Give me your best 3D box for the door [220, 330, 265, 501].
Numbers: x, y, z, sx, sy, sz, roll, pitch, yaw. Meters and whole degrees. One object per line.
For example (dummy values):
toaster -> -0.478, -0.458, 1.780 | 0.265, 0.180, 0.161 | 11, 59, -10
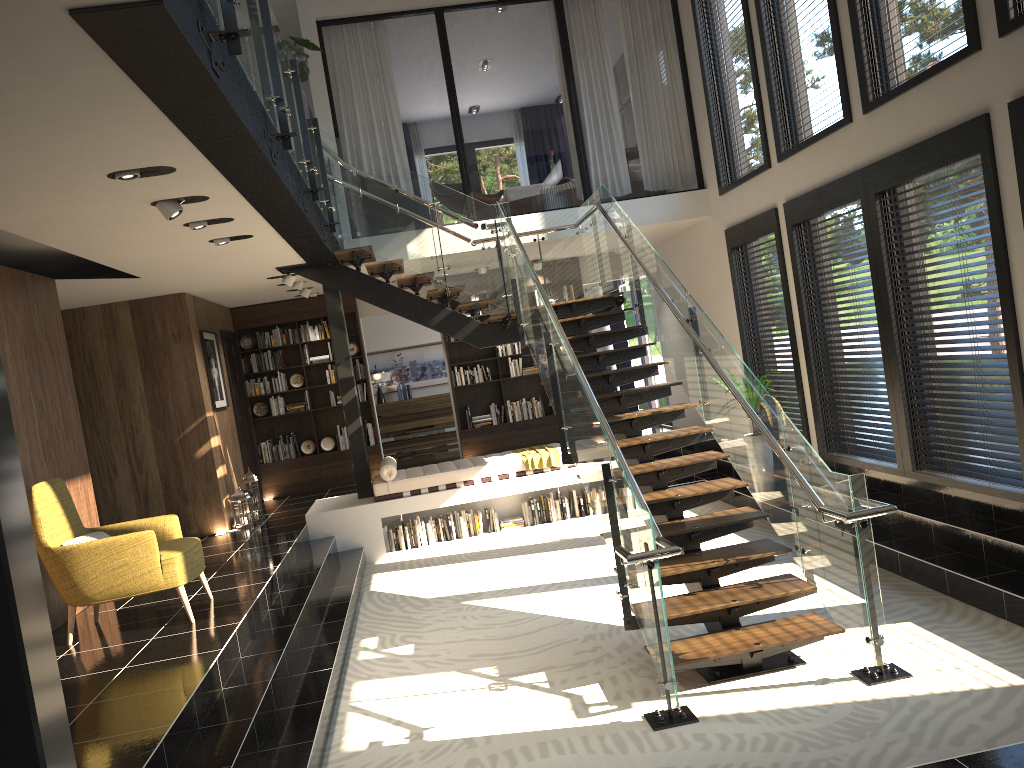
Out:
door -> -3.602, 0.475, 11.758 | 0.104, 2.349, 0.930 | -9, 3, -6

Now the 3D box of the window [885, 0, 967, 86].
window -> 2.834, -3.321, 6.098 | 0.005, 2.298, 1.220 | -9, 3, -6

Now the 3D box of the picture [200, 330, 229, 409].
picture -> -3.519, -0.167, 10.519 | 0.028, 0.912, 0.748 | -9, 2, -6

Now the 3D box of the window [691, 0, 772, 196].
window -> 2.398, -3.357, 9.268 | 0.358, 2.477, 1.393 | -9, 2, -6

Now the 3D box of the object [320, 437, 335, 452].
object -> -2.589, 0.851, 12.472 | 0.212, 0.222, 0.082 | -9, 3, -6

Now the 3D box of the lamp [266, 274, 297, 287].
lamp -> -2.515, -1.182, 9.712 | 0.346, 0.263, 0.195 | -9, 2, -6

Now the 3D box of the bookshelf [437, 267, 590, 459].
bookshelf -> 0.125, -0.329, 12.787 | 2.089, 2.684, 0.273 | -9, 3, -6

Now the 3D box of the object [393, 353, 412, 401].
object -> -1.998, -0.125, 16.085 | 0.272, 0.860, 0.270 | -9, 3, 8

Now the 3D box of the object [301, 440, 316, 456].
object -> -2.860, 0.895, 12.447 | 0.212, 0.222, 0.082 | -9, 3, -6

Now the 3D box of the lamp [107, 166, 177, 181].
lamp -> -1.938, -1.157, 4.621 | 0.346, 0.158, 0.195 | -9, 2, -6

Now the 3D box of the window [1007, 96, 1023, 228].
window -> 3.393, -0.468, 4.657 | 0.358, 2.477, 1.393 | -9, 2, -6

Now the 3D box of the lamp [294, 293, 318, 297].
lamp -> -2.788, -1.258, 12.021 | 0.346, 0.177, 0.195 | -9, 2, -6

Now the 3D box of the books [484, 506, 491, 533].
books -> -0.277, 1.526, 9.998 | 0.030, 0.284, 0.176 | -9, 2, -6

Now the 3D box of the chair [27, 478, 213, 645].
chair -> -2.752, 1.149, 6.255 | 1.030, 1.098, 0.807 | -9, 2, -7

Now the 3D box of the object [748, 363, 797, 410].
object -> 2.449, 0.478, 8.921 | 0.876, 1.339, 0.830 | -10, 3, -17

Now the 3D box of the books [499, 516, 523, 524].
books -> -0.014, 1.539, 10.037 | 0.249, 0.026, 0.148 | -9, 2, -9

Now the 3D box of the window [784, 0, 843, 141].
window -> 2.651, -3.345, 7.683 | 0.005, 2.298, 1.220 | -9, 3, -6

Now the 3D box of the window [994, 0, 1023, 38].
window -> 2.945, -3.286, 4.524 | 0.358, 2.477, 1.393 | -9, 2, -6

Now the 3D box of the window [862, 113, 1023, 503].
window -> 3.204, -0.492, 6.291 | 0.358, 2.477, 1.498 | -9, 2, -6

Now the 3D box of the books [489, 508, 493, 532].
books -> -0.239, 1.536, 10.019 | 0.045, 0.252, 0.142 | -9, 2, -6

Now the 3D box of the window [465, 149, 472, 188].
window -> -0.657, -3.181, 15.991 | 3.522, 2.313, 0.184 | -9, 3, -6

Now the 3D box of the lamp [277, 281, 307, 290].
lamp -> -2.606, -1.209, 10.479 | 0.346, 0.231, 0.195 | -9, 2, -6

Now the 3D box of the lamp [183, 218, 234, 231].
lamp -> -2.115, -1.170, 6.162 | 0.346, 0.177, 0.195 | -9, 2, -6

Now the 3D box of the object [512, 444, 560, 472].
object -> 0.291, 1.009, 10.428 | 0.466, 0.510, 1.166 | -9, 2, -6

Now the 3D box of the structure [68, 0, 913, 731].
structure -> -0.158, -0.218, 6.517 | 3.446, 4.871, 7.277 | -9, 2, -7

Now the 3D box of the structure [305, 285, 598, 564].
structure -> -0.596, 0.137, 10.290 | 3.781, 3.247, 1.148 | -9, 3, -6

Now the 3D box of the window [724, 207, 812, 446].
window -> 2.846, -0.536, 9.401 | 0.358, 2.477, 1.393 | -9, 2, -6

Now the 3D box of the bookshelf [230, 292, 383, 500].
bookshelf -> -2.843, 0.154, 12.459 | 1.703, 2.684, 0.273 | -9, 3, -6

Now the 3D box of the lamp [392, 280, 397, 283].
lamp -> -1.563, -1.468, 12.168 | 0.195, 0.158, 0.346 | -9, 2, -6

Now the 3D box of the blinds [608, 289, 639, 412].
blinds -> 1.900, -0.685, 15.701 | 0.161, 2.772, 1.080 | -9, 3, -8

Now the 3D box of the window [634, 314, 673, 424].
window -> 2.192, -0.612, 14.831 | 0.184, 2.477, 2.980 | -9, 2, -6

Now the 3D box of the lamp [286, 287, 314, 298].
lamp -> -2.692, -1.205, 11.250 | 0.346, 0.263, 0.195 | -9, 2, -6

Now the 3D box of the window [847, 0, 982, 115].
window -> 2.763, -3.310, 6.098 | 0.358, 2.477, 1.393 | -9, 2, -6

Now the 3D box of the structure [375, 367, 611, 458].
structure -> -1.266, 0.662, 16.146 | 6.275, 0.982, 0.885 | -9, 2, -6

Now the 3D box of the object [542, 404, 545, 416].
object -> 0.445, 0.337, 12.854 | 0.020, 0.262, 0.047 | -9, 3, -6

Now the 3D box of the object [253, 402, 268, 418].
object -> -3.508, 0.362, 12.378 | 0.212, 0.222, 0.082 | -9, 3, -6

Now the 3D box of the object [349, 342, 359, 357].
object -> -2.259, -0.481, 12.480 | 0.212, 0.222, 0.082 | -9, 3, -6

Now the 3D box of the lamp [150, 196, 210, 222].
lamp -> -2.020, -1.124, 5.394 | 0.346, 0.247, 0.195 | -9, 2, -6

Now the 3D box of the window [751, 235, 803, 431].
window -> 2.917, -0.547, 9.401 | 0.005, 2.298, 1.220 | -9, 3, -6

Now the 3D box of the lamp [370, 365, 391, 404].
lamp -> -2.400, 0.009, 15.934 | 0.470, 0.726, 0.470 | -10, 3, -14

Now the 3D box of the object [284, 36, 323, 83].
object -> -2.178, -2.248, 7.056 | 1.463, 1.555, 1.260 | -10, 2, -18

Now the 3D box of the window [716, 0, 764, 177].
window -> 2.468, -3.368, 9.268 | 0.005, 2.298, 1.220 | -9, 3, -6

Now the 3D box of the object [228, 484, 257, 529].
object -> -3.078, 1.383, 10.108 | 0.262, 0.484, 0.262 | -9, 2, -6

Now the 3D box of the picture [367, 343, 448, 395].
picture -> -1.042, -0.413, 16.333 | 3.542, 0.749, 0.035 | -9, 3, -6

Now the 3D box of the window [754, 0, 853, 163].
window -> 2.581, -3.333, 7.683 | 0.358, 2.477, 1.393 | -9, 2, -6

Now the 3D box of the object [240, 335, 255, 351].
object -> -3.667, -0.570, 12.308 | 0.212, 0.222, 0.082 | -9, 3, -6

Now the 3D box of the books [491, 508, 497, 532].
books -> -0.205, 1.528, 9.997 | 0.020, 0.258, 0.154 | -9, 2, -6

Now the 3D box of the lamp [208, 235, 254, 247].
lamp -> -2.204, -1.182, 6.933 | 0.346, 0.177, 0.195 | -9, 2, -6

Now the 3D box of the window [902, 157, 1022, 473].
window -> 3.275, -0.504, 6.290 | 0.005, 2.298, 1.312 | -9, 2, -6

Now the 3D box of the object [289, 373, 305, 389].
object -> -3.010, -0.039, 12.424 | 0.212, 0.222, 0.082 | -9, 3, -6

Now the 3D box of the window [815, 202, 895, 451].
window -> 3.104, -0.526, 7.775 | 0.005, 2.298, 1.312 | -9, 2, -6

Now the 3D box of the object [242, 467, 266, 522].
object -> -3.019, 1.285, 10.343 | 0.182, 0.643, 0.182 | -9, 3, -6

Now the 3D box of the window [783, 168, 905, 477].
window -> 3.033, -0.515, 7.776 | 0.358, 2.477, 1.498 | -9, 2, -6
